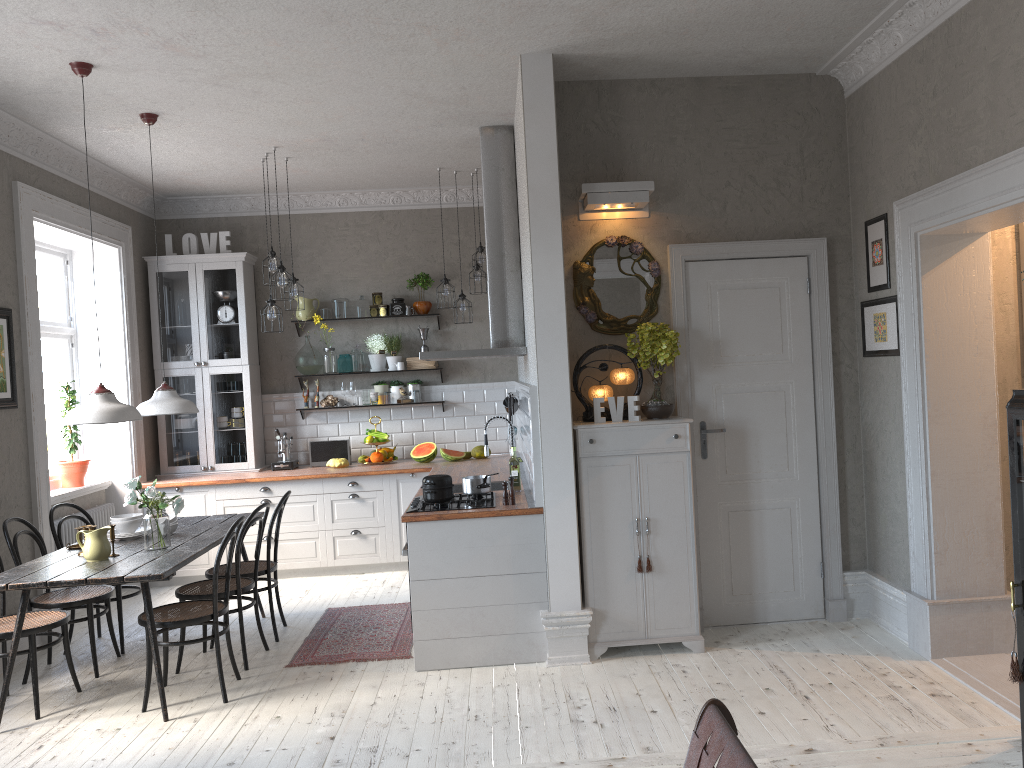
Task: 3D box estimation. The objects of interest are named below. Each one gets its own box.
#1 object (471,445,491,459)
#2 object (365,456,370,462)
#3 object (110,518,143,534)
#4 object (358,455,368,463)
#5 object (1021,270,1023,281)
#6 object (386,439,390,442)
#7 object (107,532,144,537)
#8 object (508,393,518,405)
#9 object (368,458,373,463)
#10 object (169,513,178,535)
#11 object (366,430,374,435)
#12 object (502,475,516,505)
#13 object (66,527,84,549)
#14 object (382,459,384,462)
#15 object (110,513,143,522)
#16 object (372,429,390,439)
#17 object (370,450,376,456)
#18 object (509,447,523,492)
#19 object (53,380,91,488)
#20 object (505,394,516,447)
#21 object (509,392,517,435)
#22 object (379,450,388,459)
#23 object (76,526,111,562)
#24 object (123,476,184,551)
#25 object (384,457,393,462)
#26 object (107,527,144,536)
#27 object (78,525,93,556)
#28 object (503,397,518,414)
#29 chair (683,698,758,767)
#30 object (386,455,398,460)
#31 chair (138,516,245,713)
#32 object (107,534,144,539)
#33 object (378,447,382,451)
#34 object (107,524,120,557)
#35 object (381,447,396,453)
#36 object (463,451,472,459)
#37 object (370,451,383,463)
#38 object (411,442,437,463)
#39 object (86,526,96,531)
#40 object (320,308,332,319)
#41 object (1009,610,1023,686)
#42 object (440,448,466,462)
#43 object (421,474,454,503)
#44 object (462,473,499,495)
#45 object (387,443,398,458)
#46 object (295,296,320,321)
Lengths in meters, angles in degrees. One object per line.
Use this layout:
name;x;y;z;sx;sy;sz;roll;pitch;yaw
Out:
object;-0.272;0.600;7.803;0.208;0.119;0.129;-4;1;-40
object;-1.262;0.664;7.820;0.084;0.057;0.090;-3;1;30
object;-2.311;0.859;5.321;0.181;0.094;0.178;-3;1;-11
object;-1.303;0.663;7.854;0.075;0.072;0.154;-3;1;27
object;1.679;-0.239;2.482;0.410;0.506;0.402;-3;1;14
object;-1.110;0.499;7.854;0.052;0.050;0.049;-3;1;7
object;-2.308;0.903;5.322;0.242;0.027;0.232;-4;1;-35
object;-0.003;0.155;7.222;0.108;0.161;0.136;-3;1;0
object;-1.247;0.672;7.837;0.070;0.076;0.226;-3;1;-19
object;-2.094;0.854;5.377;0.123;0.119;0.129;-3;1;13
object;-1.255;0.421;7.813;0.074;0.058;0.050;-3;1;-26
object;-0.020;0.597;4.993;0.073;0.167;0.036;-3;1;-3
object;-2.481;0.882;5.084;0.141;0.112;0.137;-3;1;-20
object;-1.158;0.673;7.792;0.070;0.065;0.070;-3;1;19
object;-2.312;0.839;5.321;0.181;0.094;0.178;-3;1;-11
object;-1.160;0.447;7.882;0.178;0.096;0.089;-3;1;17
object;-1.206;0.623;7.912;0.077;0.076;0.156;-3;1;24
object;0.029;0.532;5.526;0.090;0.282;0.081;-3;1;-2
object;-3.365;0.377;6.748;0.256;0.813;0.264;-3;1;25
object;-0.018;0.297;6.727;0.081;0.443;0.328;-3;1;-1
object;0.000;0.258;7.612;0.077;0.379;0.082;-3;1;-2
object;-1.140;0.620;7.795;0.087;0.078;0.089;-3;1;24
object;-2.198;0.843;4.671;0.153;0.170;0.133;-4;1;-41
object;-1.969;0.705;4.887;0.313;0.414;0.250;-3;1;-4
object;-1.088;0.664;7.790;0.069;0.051;0.088;-4;1;-45
object;-2.308;0.894;5.322;0.234;0.027;0.241;-3;1;20
object;-2.331;0.847;4.853;0.097;0.172;0.094;-3;1;-21
object;-0.010;0.158;7.094;0.107;0.161;0.138;-3;1;15
chair;0.117;1.214;2.063;1.019;0.721;0.506;-3;1;-3
object;-1.108;0.654;7.911;0.213;0.044;0.055;-2;1;35
chair;-1.664;1.173;4.641;0.551;0.920;0.436;-3;1;-5
object;-2.307;0.912;5.322;0.235;0.027;0.240;-3;1;15
object;-1.175;0.610;7.907;0.086;0.093;0.086;-3;1;-6
object;-2.144;0.841;4.757;0.059;0.167;0.060;-3;1;11
object;-1.097;0.589;7.869;0.128;0.056;0.059;-3;1;-11
object;-0.409;0.629;7.844;0.204;0.073;0.117;-4;1;-39
object;-1.178;0.634;7.717;0.115;0.111;0.109;-4;1;-35
object;-0.765;0.600;7.697;0.233;0.174;0.220;-3;1;19
object;-2.268;0.844;4.785;0.061;0.172;0.063;-3;1;19
object;-1.678;-0.627;7.993;0.103;0.111;0.103;-3;1;-3
object;1.558;0.815;2.750;0.044;0.234;0.041;-2;1;44
object;-0.505;0.610;7.663;0.227;0.127;0.146;-3;1;-20
object;-0.424;0.596;5.050;0.193;0.147;0.190;-3;1;-23
object;-0.159;0.587;5.295;0.298;0.134;0.178;-3;1;32
object;-1.069;0.594;7.863;0.060;0.120;0.127;-3;1;22
object;-1.839;-0.671;7.924;0.189;0.216;0.174;-3;1;11
